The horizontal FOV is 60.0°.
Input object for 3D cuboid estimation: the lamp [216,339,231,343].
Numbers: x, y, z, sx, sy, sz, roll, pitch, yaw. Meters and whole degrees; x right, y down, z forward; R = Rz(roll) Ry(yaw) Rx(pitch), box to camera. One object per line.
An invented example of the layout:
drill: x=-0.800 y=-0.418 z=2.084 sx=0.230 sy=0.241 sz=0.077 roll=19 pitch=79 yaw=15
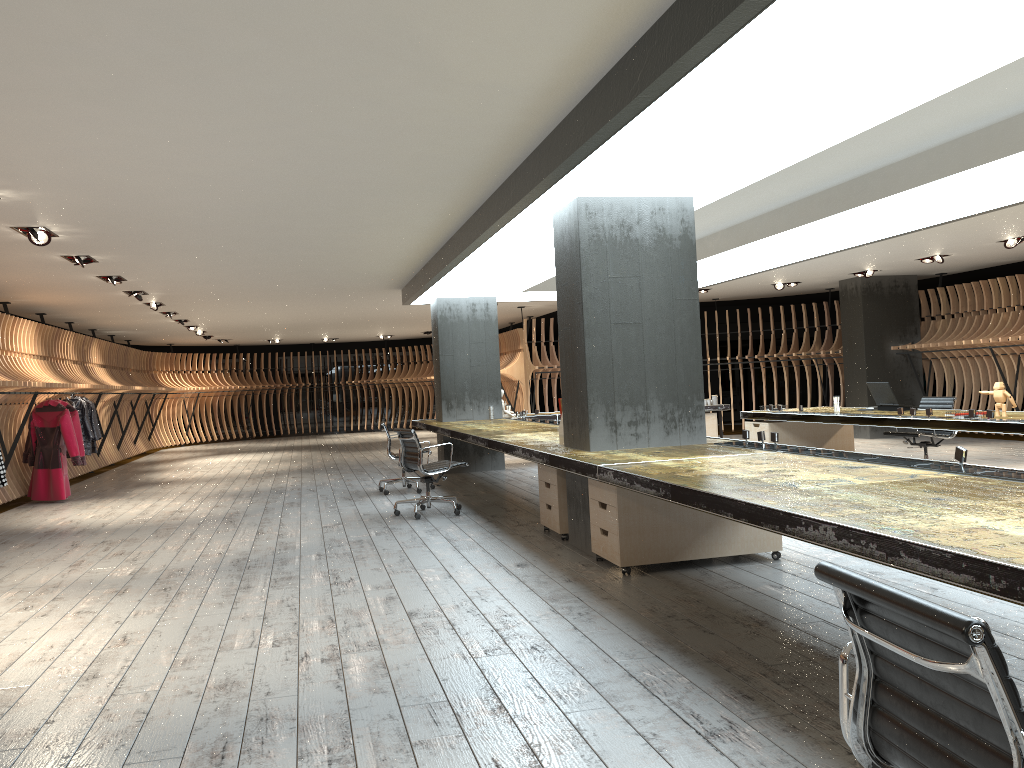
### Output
lamp: x=-7.590 y=-1.205 z=23.260 sx=0.269 sy=0.279 sz=0.493 roll=-3 pitch=0 yaw=28

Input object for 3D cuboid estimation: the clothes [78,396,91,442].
clothes: x=-6.293 y=0.602 z=12.784 sx=0.511 sy=0.854 sz=0.227 roll=-3 pitch=-1 yaw=7

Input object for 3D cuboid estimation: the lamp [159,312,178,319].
lamp: x=-5.989 y=-1.272 z=15.487 sx=0.269 sy=0.298 sz=0.492 roll=-3 pitch=0 yaw=-13

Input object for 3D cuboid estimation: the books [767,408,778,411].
books: x=3.219 y=0.311 z=10.913 sx=0.155 sy=0.025 sz=0.110 roll=-3 pitch=0 yaw=-18

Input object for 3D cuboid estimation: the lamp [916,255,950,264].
lamp: x=6.144 y=-1.886 z=12.943 sx=0.269 sy=0.292 sz=0.492 roll=-3 pitch=0 yaw=-13

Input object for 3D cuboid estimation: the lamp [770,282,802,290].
lamp: x=4.876 y=-1.824 z=15.770 sx=0.492 sy=0.292 sz=0.269 roll=-3 pitch=0 yaw=31

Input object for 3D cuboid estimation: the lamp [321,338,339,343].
lamp: x=-5.168 y=-1.322 z=25.164 sx=0.493 sy=0.291 sz=0.269 roll=-3 pitch=0 yaw=-9

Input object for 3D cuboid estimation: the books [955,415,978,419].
books: x=3.898 y=0.279 z=7.608 sx=0.155 sy=0.025 sz=0.110 roll=-3 pitch=0 yaw=-18

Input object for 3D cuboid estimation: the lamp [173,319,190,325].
lamp: x=-6.355 y=-1.256 z=17.038 sx=0.269 sy=0.295 sz=0.492 roll=-3 pitch=0 yaw=-13

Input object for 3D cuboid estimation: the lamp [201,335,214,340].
lamp: x=-7.455 y=-1.209 z=21.693 sx=0.269 sy=0.284 sz=0.492 roll=-3 pitch=0 yaw=-13

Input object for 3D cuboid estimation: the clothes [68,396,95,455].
clothes: x=-6.199 y=0.595 z=12.559 sx=0.501 sy=0.854 sz=0.244 roll=-3 pitch=-1 yaw=-29

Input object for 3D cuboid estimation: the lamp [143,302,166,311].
lamp: x=-5.622 y=-1.288 z=13.935 sx=0.269 sy=0.302 sz=0.492 roll=-3 pitch=0 yaw=-13

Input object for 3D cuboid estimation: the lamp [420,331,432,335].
lamp: x=-2.288 y=-1.466 z=24.255 sx=0.269 sy=0.293 sz=0.492 roll=-3 pitch=0 yaw=-30

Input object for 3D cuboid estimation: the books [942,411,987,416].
books: x=4.163 y=0.271 z=8.102 sx=0.366 sy=0.026 sz=0.213 roll=-3 pitch=0 yaw=-3

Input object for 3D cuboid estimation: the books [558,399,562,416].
books: x=0.426 y=0.296 z=6.953 sx=0.048 sy=0.368 sz=0.215 roll=-3 pitch=-1 yaw=-13

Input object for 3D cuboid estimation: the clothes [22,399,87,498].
clothes: x=-6.150 y=0.869 z=11.878 sx=0.840 sy=1.317 sz=0.318 roll=-3 pitch=-1 yaw=-6

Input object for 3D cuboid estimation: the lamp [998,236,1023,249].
lamp: x=6.510 y=-1.906 z=11.392 sx=0.269 sy=0.288 sz=0.492 roll=-3 pitch=0 yaw=-13

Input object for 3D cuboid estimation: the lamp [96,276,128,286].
lamp: x=-4.889 y=-1.326 z=10.832 sx=0.269 sy=0.295 sz=0.492 roll=-3 pitch=0 yaw=-13

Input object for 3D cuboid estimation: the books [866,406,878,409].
books: x=4.036 y=0.262 z=9.847 sx=0.186 sy=0.027 sz=0.112 roll=-3 pitch=0 yaw=-28

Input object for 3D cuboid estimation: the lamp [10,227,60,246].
lamp: x=-4.156 y=-1.363 z=7.729 sx=0.269 sy=0.291 sz=0.492 roll=-3 pitch=0 yaw=-13

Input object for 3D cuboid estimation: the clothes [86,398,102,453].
clothes: x=-6.425 y=0.634 z=13.401 sx=0.682 sy=0.854 sz=0.181 roll=-3 pitch=-1 yaw=30

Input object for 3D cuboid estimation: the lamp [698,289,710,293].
lamp: x=3.361 y=-1.747 z=16.111 sx=0.493 sy=0.294 sz=0.269 roll=-3 pitch=-1 yaw=-7

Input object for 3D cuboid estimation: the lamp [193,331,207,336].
lamp: x=-7.088 y=-1.223 z=20.142 sx=0.269 sy=0.291 sz=0.492 roll=-3 pitch=0 yaw=-13

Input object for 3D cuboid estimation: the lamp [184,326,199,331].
lamp: x=-6.722 y=-1.239 z=18.590 sx=0.269 sy=0.293 sz=0.492 roll=-3 pitch=0 yaw=-13

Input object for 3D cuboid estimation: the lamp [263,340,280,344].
lamp: x=-6.592 y=-1.250 z=24.479 sx=0.493 sy=0.293 sz=0.269 roll=-3 pitch=-1 yaw=-40

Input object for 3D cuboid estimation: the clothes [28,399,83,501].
clothes: x=-6.017 y=0.858 z=11.624 sx=0.839 sy=1.312 sz=0.321 roll=-3 pitch=-1 yaw=16

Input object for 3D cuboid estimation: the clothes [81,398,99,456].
clothes: x=-6.325 y=0.628 z=12.956 sx=0.585 sy=0.854 sz=0.211 roll=-3 pitch=-1 yaw=14

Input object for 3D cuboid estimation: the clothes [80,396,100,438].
clothes: x=-6.370 y=0.608 z=13.075 sx=0.530 sy=0.856 sz=0.234 roll=-3 pitch=-1 yaw=-14

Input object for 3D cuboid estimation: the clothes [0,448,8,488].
clothes: x=-5.266 y=0.765 z=8.474 sx=0.773 sy=1.161 sz=0.191 roll=-3 pitch=-1 yaw=-23

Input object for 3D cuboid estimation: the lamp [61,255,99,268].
lamp: x=-4.523 y=-1.344 z=9.280 sx=0.269 sy=0.294 sz=0.492 roll=-3 pitch=0 yaw=-13

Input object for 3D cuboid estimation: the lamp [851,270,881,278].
lamp: x=5.763 y=-1.867 z=14.491 sx=0.269 sy=0.293 sz=0.492 roll=-3 pitch=0 yaw=-20

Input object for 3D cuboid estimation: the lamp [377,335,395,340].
lamp: x=-3.591 y=-1.400 z=25.106 sx=0.492 sy=0.295 sz=0.269 roll=-3 pitch=-1 yaw=14

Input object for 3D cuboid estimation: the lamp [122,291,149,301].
lamp: x=-5.256 y=-1.309 z=12.384 sx=0.269 sy=0.294 sz=0.492 roll=-3 pitch=0 yaw=-13

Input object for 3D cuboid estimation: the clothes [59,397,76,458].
clothes: x=-6.161 y=0.607 z=12.280 sx=0.745 sy=0.854 sz=0.166 roll=-3 pitch=-1 yaw=31
